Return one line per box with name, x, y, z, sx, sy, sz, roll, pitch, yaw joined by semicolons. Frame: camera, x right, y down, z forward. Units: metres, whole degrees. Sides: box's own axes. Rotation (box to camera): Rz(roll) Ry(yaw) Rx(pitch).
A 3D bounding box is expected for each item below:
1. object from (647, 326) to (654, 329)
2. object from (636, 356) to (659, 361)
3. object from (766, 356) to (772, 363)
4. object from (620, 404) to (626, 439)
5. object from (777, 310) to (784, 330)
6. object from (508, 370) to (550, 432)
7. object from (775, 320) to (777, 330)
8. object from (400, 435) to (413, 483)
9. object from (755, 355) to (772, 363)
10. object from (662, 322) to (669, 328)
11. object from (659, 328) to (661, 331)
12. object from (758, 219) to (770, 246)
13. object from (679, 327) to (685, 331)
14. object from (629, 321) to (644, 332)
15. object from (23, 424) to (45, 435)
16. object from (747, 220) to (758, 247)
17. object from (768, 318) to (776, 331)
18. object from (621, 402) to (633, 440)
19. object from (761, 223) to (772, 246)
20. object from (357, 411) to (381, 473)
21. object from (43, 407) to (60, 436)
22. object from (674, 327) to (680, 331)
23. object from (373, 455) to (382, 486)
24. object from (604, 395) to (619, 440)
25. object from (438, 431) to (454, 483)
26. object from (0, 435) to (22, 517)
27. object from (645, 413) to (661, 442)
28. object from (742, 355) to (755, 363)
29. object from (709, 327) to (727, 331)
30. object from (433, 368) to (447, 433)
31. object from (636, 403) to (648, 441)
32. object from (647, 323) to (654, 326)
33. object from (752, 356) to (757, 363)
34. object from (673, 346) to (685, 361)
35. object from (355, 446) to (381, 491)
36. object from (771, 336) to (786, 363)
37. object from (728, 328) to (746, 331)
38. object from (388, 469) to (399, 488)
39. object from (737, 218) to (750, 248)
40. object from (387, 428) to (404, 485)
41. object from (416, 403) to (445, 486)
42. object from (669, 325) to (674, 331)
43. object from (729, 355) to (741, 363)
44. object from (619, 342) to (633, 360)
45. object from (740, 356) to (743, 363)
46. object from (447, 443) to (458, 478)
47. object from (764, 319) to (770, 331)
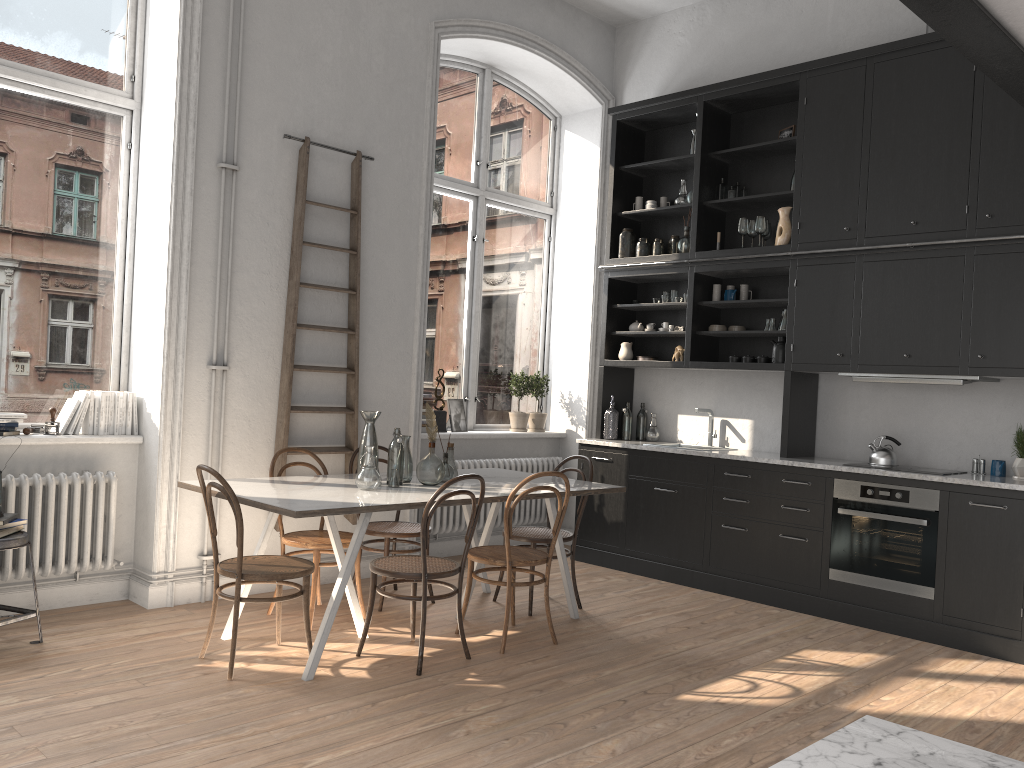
object;1.085;-0.436;6.961;0.055;0.033;0.058;3;0;20
object;1.065;-0.193;6.976;0.180;0.037;0.180;3;0;30
object;1.809;-0.168;6.300;0.104;0.059;0.088;3;0;9
object;0.927;0.296;7.172;0.086;0.301;0.086;3;0;-31
object;1.914;-0.439;6.258;0.083;0.158;0.083;3;0;-34
object;0.136;0.142;7.500;0.234;0.524;0.500;3;0;34
object;1.868;-0.409;6.338;0.058;0.094;0.058;3;0;22
object;-0.591;0.410;4.859;0.100;0.255;0.098;3;0;22
object;1.751;-0.171;6.186;0.104;0.059;0.088;3;0;-36
object;1.186;-0.448;6.851;0.039;0.055;0.049;3;0;-25
object;1.174;-0.419;6.934;0.056;0.033;0.058;3;0;-28
object;1.779;-1.052;6.277;0.083;0.221;0.083;3;1;44
object;1.295;-0.421;6.782;0.048;0.041;0.058;3;0;23
object;0.995;-0.456;7.093;0.125;0.100;0.140;3;0;26
object;-2.587;0.247;4.775;0.088;0.048;0.153;3;0;-5
object;1.720;-1.055;6.336;0.083;0.221;0.083;3;0;37
object;1.817;-0.412;6.184;0.058;0.094;0.058;3;0;-6
object;0.915;0.296;7.049;0.086;0.301;0.086;3;0;31
object;1.831;-1.049;6.403;0.083;0.221;0.083;3;0;-14
object;-0.765;0.336;4.736;0.116;0.383;0.116;3;0;-34
object;-2.484;0.201;4.796;0.088;0.153;0.048;3;0;15
object;1.271;-0.417;6.793;0.049;0.041;0.056;3;0;18
object;-0.720;0.452;4.628;0.083;0.158;0.083;3;0;41
object;0.787;0.263;7.010;0.109;0.349;0.109;3;0;26
object;-0.372;0.407;4.961;0.106;0.283;0.107;3;0;40
object;-2.436;0.433;4.198;0.154;0.383;0.163;3;0;19
object;1.119;0.345;7.039;0.132;0.219;0.120;3;0;-45
object;1.666;-0.175;6.242;0.104;0.059;0.088;3;0;24
object;-0.922;0.379;4.967;5.828;1.842;0.792;3;0;-40
object;-0.557;0.124;6.801;0.122;0.488;0.102;3;0;-21
object;1.047;0.302;7.143;0.086;0.301;0.086;3;0;1
object;1.087;-0.456;6.961;0.055;0.047;0.058;3;0;-30
object;1.732;-0.172;6.372;0.088;0.059;0.104;3;0;-16
object;1.257;-0.228;6.664;0.069;0.123;0.173;3;0;-13
object;-0.719;0.420;4.447;0.132;0.219;0.132;3;0;34
object;1.861;-0.231;6.112;0.124;0.192;0.129;3;0;-17
object;1.656;-0.391;6.527;0.132;0.038;0.132;3;0;2
object;-0.611;0.489;4.604;0.058;0.094;0.058;3;0;-17
object;1.636;-1.059;6.274;0.083;0.221;0.083;3;0;-14
object;-0.618;0.385;4.727;0.086;0.301;0.086;3;0;31
object;-0.431;0.322;4.785;0.157;0.446;0.157;3;0;-27
object;1.215;-0.422;6.790;0.049;0.054;0.039;3;0;-19
object;1.591;-0.179;6.327;0.104;0.059;0.088;3;0;34
object;0.907;-0.256;7.037;0.115;0.144;0.127;3;0;24
object;1.665;-0.175;6.443;0.088;0.059;0.104;3;0;44
object;-0.356;0.443;5.085;0.101;0.212;0.101;3;0;-6
object;1.806;-0.413;6.256;0.058;0.094;0.058;3;0;-6
